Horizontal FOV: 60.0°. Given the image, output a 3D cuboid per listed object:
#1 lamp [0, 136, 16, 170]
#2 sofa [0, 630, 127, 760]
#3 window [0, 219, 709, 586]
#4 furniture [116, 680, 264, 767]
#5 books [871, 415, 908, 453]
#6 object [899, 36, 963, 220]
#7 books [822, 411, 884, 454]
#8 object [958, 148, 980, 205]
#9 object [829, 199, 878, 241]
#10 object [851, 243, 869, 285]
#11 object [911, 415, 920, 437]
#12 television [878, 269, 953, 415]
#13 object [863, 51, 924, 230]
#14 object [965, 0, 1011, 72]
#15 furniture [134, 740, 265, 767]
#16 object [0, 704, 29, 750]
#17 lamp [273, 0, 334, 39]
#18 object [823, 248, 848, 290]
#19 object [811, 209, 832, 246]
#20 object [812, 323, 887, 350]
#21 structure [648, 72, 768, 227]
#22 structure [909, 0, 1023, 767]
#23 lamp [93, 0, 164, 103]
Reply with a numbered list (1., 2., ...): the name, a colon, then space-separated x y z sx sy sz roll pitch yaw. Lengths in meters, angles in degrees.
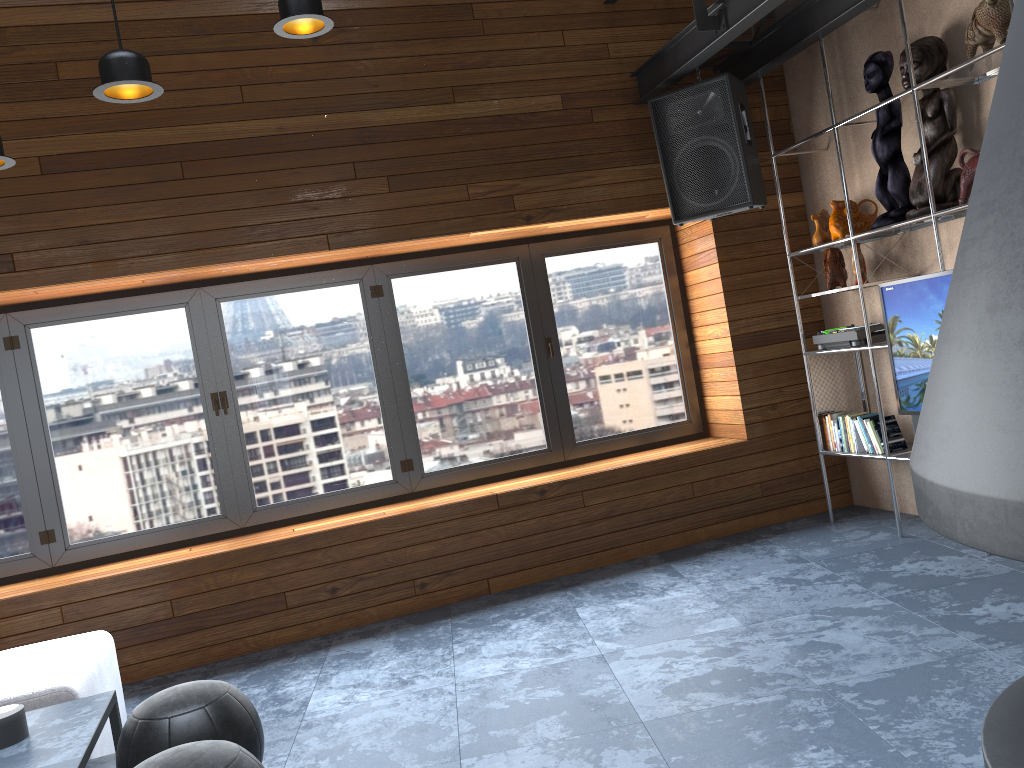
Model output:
1. lamp: -1.961 -1.729 2.966 0.210 2.002 0.210 -9 2 21
2. sofa: -2.288 1.238 2.068 2.205 0.693 4.035 -10 2 -16
3. window: -1.604 0.133 4.886 5.937 1.522 0.101 -10 1 -16
4. furniture: -0.915 1.105 2.560 0.402 0.462 0.401 -9 2 24
5. books: 1.995 0.266 4.688 0.138 0.185 0.081 -10 1 -16
6. object: 1.953 -1.208 4.180 0.305 0.840 0.237 -10 1 -14
7. books: 1.921 0.262 4.884 0.139 0.208 0.461 -10 2 -17
8. object: 2.048 -1.006 3.707 0.219 0.440 0.462 -10 2 -16
9. object: 1.815 -0.879 4.703 0.278 0.222 0.138 -10 1 -6
10. object: 1.858 -0.641 4.740 0.060 0.223 0.267 -9 2 29
11. object: 2.047 0.084 4.443 0.112 0.533 0.112 -10 1 -16
12. television: 1.996 -0.185 3.739 0.115 0.638 1.075 -10 2 -16
13. object: 1.854 -1.220 4.431 0.244 0.879 0.244 -9 1 12
14. object: 2.022 -1.584 3.716 0.207 0.442 0.328 -10 2 -23
15. furniture: -0.736 1.088 2.065 0.402 0.462 0.401 -10 1 4
16. object: -1.412 0.950 2.450 0.126 0.081 0.126 -11 2 -44
17. lamp: -0.867 -2.034 3.116 0.210 1.565 0.210 -9 2 21
18. object: 1.797 -0.639 4.931 0.116 0.229 0.233 -9 2 24
19. object: 1.741 -0.873 4.942 0.233 0.209 0.107 -11 2 -29
20. object: 1.892 -0.271 4.857 0.320 0.114 0.404 -10 2 -16
21. structure: 1.098 -1.260 4.829 0.461 0.735 0.488 -9 2 34
22. structure: 0.993 -1.837 1.049 1.197 5.700 1.689 -10 1 -16
23. lamp: -1.380 -1.870 2.799 0.210 1.911 0.210 -9 2 21
